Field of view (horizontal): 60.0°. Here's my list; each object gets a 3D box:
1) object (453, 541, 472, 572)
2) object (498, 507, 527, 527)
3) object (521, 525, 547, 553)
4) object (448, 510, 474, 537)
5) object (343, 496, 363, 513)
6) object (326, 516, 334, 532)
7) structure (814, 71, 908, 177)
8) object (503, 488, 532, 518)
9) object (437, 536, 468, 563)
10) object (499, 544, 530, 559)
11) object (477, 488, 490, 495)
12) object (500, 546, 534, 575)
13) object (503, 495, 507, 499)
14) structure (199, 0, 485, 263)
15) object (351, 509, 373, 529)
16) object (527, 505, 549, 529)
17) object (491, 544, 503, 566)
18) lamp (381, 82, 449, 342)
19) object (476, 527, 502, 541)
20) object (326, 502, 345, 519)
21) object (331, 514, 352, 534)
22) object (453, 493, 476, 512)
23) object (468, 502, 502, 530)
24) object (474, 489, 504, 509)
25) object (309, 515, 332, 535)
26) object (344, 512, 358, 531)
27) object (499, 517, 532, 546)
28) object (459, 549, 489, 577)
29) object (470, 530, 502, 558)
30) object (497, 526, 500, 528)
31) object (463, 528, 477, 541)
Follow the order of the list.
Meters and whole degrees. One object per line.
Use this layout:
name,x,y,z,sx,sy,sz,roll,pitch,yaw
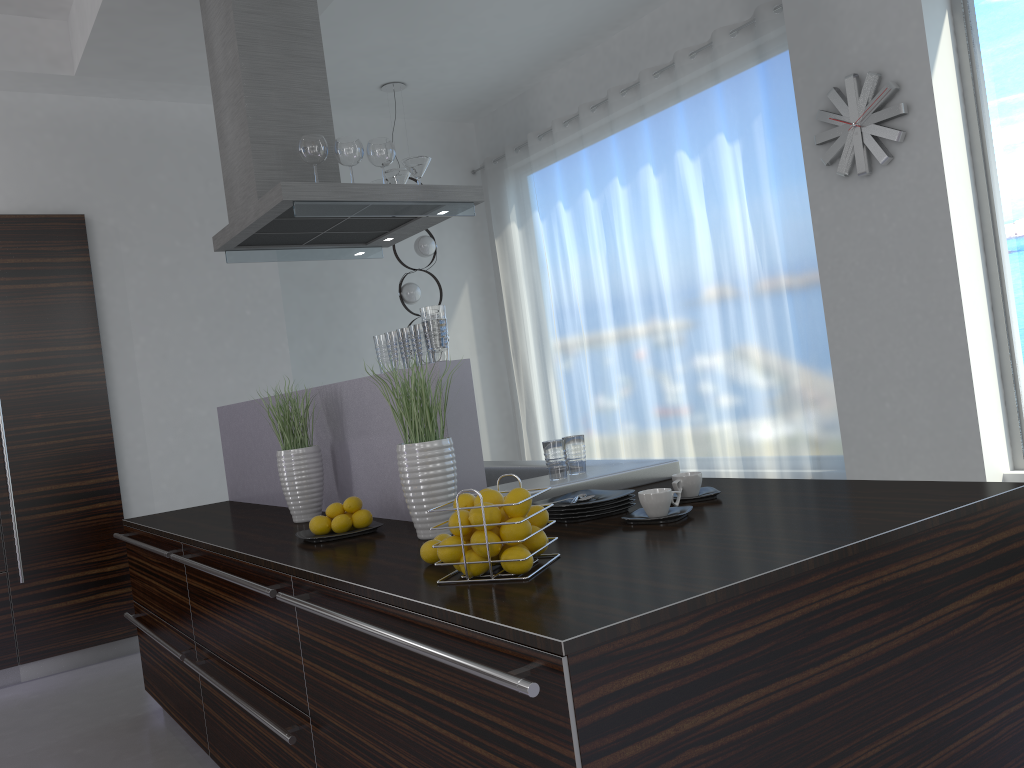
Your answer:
object,-0.082,0.340,1.745,0.074,0.063,0.064,-8,0,-13
object,-0.001,0.261,1.731,0.061,0.051,0.055,-7,0,-39
object,0.037,0.304,1.738,0.062,0.053,0.052,-8,0,3
object,-0.098,0.269,1.711,0.053,0.052,0.061,-7,0,-20
object,-0.451,0.343,2.515,0.053,0.048,0.063,-8,0,22
object,-0.520,0.401,2.554,0.053,0.051,0.063,-7,0,-30
structure,1.717,-1.285,4.403,0.076,0.505,0.505,-7,0,-34
object,0.011,0.229,1.697,0.059,0.060,0.050,-7,0,-34
object,-0.114,0.317,1.697,0.061,0.054,0.052,-8,0,33
object,0.006,0.332,1.713,0.061,0.055,0.050,-8,0,12
object,-0.049,0.243,1.816,0.052,0.060,0.057,-8,0,45
object,0.009,0.329,1.654,0.062,0.052,0.053,-8,0,6
object,0.002,0.249,1.797,0.063,0.051,0.053,-8,0,12
structure,-0.836,-1.263,4.041,0.915,1.231,0.981,-7,0,-34
object,-0.423,0.380,2.498,0.063,0.053,0.051,-8,0,7
object,0.045,0.272,1.781,0.060,0.055,0.053,-8,0,10
object,-0.041,0.329,1.751,0.052,0.060,0.057,-7,0,-28
lamp,-0.708,-0.995,6.460,0.367,2.370,0.180,-7,0,-40
object,-0.047,0.298,1.706,0.062,0.053,0.051,-7,0,-26
object,-0.502,0.360,2.519,0.053,0.047,0.061,-7,0,-31
object,-0.477,0.391,2.481,0.061,0.054,0.052,-8,0,33
object,-0.091,0.245,1.785,0.053,0.051,0.063,-8,0,14
object,-0.051,0.251,1.679,0.063,0.053,0.051,-7,0,-21
object,-0.045,0.235,1.748,0.063,0.053,0.051,-7,0,-32
object,-0.538,0.399,2.498,0.060,0.058,0.070,-7,0,-35
object,-0.458,0.390,2.536,0.071,0.060,0.057,-7,0,-32
object,0.007,0.279,1.679,0.061,0.054,0.053,-8,0,13
object,-0.070,0.340,1.688,0.063,0.053,0.051,-7,0,-26
object,-0.049,0.301,1.675,0.061,0.055,0.051,-8,0,36
object,-0.033,0.279,1.781,0.051,0.053,0.064,-7,0,-31
object,-0.086,0.289,1.764,0.062,0.053,0.052,-8,0,28
